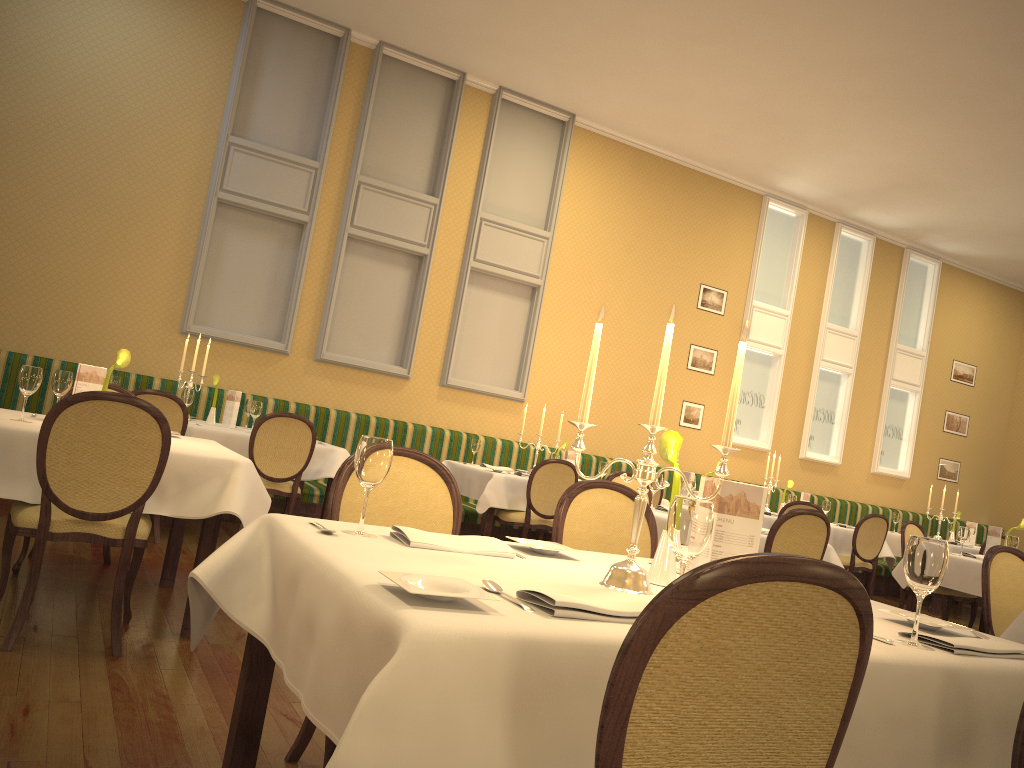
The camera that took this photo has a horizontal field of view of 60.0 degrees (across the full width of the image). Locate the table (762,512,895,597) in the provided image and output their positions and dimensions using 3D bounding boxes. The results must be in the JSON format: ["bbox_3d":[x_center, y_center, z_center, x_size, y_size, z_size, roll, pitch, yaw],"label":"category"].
[{"bbox_3d":[2.737,1.717,8.943,2.152,0.759,1.385,12,-4,-26],"label":"table"}]

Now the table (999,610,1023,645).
[{"bbox_3d":[3.006,1.417,3.398,2.152,0.759,1.385,12,-4,-26],"label":"table"}]

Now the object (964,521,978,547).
[{"bbox_3d":[5.247,1.723,10.204,0.081,0.277,0.166,11,-4,-10],"label":"object"}]

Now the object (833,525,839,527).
[{"bbox_3d":[3.190,1.405,8.846,0.017,0.010,0.185,12,-4,-26],"label":"object"}]

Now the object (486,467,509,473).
[{"bbox_3d":[-0.117,0.701,7.147,0.160,0.024,0.160,12,-4,-27],"label":"object"}]

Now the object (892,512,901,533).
[{"bbox_3d":[4.401,1.593,10.178,0.088,0.229,0.088,9,-4,21],"label":"object"}]

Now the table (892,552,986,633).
[{"bbox_3d":[3.825,1.776,6.785,1.395,0.759,1.389,12,-4,-25],"label":"table"}]

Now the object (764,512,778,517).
[{"bbox_3d":[2.533,1.256,8.494,0.273,0.033,0.142,12,-4,-27],"label":"object"}]

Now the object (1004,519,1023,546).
[{"bbox_3d":[3.873,1.217,6.865,0.163,0.375,0.076,7,-5,40],"label":"object"}]

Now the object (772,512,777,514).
[{"bbox_3d":[2.810,1.368,9.354,0.017,0.010,0.185,12,-4,-25],"label":"object"}]

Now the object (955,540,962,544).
[{"bbox_3d":[5.429,1.911,10.688,0.273,0.033,0.142,12,-4,-27],"label":"object"}]

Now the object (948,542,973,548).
[{"bbox_3d":[4.896,1.754,9.701,0.273,0.033,0.142,12,-4,-27],"label":"object"}]

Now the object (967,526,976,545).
[{"bbox_3d":[5.070,1.690,9.812,0.088,0.229,0.088,9,-4,21],"label":"object"}]

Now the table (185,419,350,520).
[{"bbox_3d":[-2.206,0.676,6.419,2.152,0.759,1.385,12,-4,-26],"label":"table"}]

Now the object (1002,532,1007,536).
[{"bbox_3d":[5.513,1.778,9.961,0.088,0.229,0.088,9,-4,21],"label":"object"}]

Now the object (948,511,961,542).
[{"bbox_3d":[5.139,1.657,10.281,0.163,0.375,0.076,13,-5,-40],"label":"object"}]

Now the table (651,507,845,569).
[{"bbox_3d":[1.163,1.215,5.426,1.395,0.759,1.389,12,-4,-25],"label":"table"}]

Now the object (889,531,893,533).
[{"bbox_3d":[4.302,1.682,10.137,0.038,0.015,0.181,12,-4,-25],"label":"object"}]

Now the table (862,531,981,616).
[{"bbox_3d":[5.100,2.215,10.150,2.152,0.759,1.385,12,-4,-26],"label":"table"}]

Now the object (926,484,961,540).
[{"bbox_3d":[4.892,1.464,10.105,0.131,0.655,0.390,11,-4,-21],"label":"object"}]

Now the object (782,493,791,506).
[{"bbox_3d":[2.898,1.276,9.406,0.088,0.229,0.088,9,-4,15],"label":"object"}]

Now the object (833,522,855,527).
[{"bbox_3d":[3.394,1.450,9.088,0.160,0.024,0.160,12,-4,-27],"label":"object"}]

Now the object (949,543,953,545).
[{"bbox_3d":[4.727,1.729,9.675,0.038,0.015,0.181,12,-4,-25],"label":"object"}]

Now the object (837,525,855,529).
[{"bbox_3d":[3.386,1.436,8.872,0.273,0.024,0.142,12,-4,-27],"label":"object"}]

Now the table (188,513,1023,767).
[{"bbox_3d":[0.363,0.860,2.048,2.152,0.759,1.385,12,-4,-26],"label":"table"}]

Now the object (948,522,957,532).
[{"bbox_3d":[5.261,1.774,10.612,0.088,0.229,0.088,9,-4,21],"label":"object"}]

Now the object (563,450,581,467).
[{"bbox_3d":[0.491,0.720,7.761,0.166,0.277,0.081,8,-4,35],"label":"object"}]

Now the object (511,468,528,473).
[{"bbox_3d":[0.091,0.793,8.017,0.160,0.024,0.160,12,-4,-27],"label":"object"}]

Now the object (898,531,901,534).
[{"bbox_3d":[4.596,1.733,10.221,0.273,0.033,0.142,12,-4,-27],"label":"object"}]

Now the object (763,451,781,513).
[{"bbox_3d":[2.602,0.981,8.927,0.131,0.655,0.390,11,-4,-12],"label":"object"}]

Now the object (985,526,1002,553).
[{"bbox_3d":[3.730,1.244,6.890,0.081,0.277,0.166,9,-4,20],"label":"object"}]

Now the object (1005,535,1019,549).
[{"bbox_3d":[3.680,1.236,6.541,0.088,0.229,0.088,9,-4,15],"label":"object"}]

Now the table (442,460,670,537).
[{"bbox_3d":[0.370,1.218,7.735,2.152,0.759,1.385,12,-4,-26],"label":"table"}]

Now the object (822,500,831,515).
[{"bbox_3d":[3.119,1.279,8.827,0.088,0.229,0.088,9,-4,21],"label":"object"}]

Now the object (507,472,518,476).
[{"bbox_3d":[-0.003,0.732,7.260,0.038,0.015,0.181,12,-4,-25],"label":"object"}]

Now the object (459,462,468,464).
[{"bbox_3d":[-0.428,0.686,7.722,0.038,0.015,0.181,12,-4,-25],"label":"object"}]

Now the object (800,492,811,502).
[{"bbox_3d":[2.979,1.245,9.032,0.081,0.277,0.166,8,-4,25],"label":"object"}]

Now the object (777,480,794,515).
[{"bbox_3d":[2.775,1.155,9.000,0.076,0.375,0.163,10,-4,-5],"label":"object"}]

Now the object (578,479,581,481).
[{"bbox_3d":[0.699,0.915,8.273,0.273,0.033,0.142,12,-4,-27],"label":"object"}]

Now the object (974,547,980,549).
[{"bbox_3d":[5.144,1.816,9.844,0.017,0.010,0.185,12,-4,-26],"label":"object"}]

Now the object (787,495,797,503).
[{"bbox_3d":[2.707,1.192,8.605,0.088,0.229,0.088,9,-4,21],"label":"object"}]

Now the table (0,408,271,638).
[{"bbox_3d":[-1.849,0.580,3.888,1.395,0.759,1.389,12,-4,-25],"label":"table"}]
